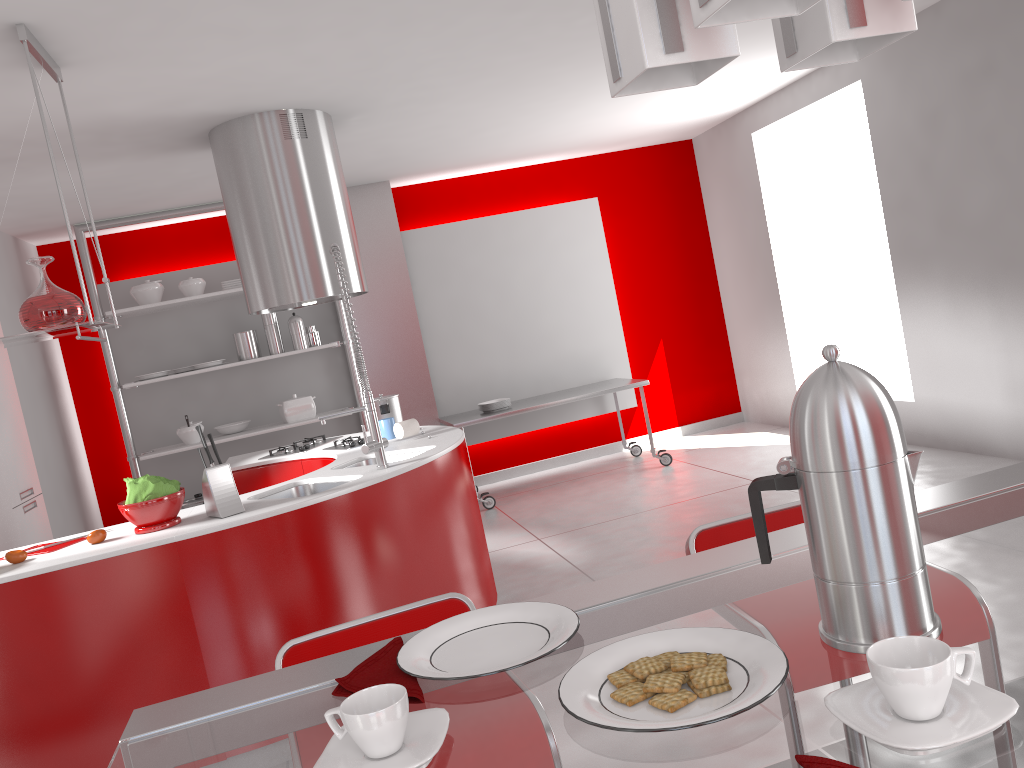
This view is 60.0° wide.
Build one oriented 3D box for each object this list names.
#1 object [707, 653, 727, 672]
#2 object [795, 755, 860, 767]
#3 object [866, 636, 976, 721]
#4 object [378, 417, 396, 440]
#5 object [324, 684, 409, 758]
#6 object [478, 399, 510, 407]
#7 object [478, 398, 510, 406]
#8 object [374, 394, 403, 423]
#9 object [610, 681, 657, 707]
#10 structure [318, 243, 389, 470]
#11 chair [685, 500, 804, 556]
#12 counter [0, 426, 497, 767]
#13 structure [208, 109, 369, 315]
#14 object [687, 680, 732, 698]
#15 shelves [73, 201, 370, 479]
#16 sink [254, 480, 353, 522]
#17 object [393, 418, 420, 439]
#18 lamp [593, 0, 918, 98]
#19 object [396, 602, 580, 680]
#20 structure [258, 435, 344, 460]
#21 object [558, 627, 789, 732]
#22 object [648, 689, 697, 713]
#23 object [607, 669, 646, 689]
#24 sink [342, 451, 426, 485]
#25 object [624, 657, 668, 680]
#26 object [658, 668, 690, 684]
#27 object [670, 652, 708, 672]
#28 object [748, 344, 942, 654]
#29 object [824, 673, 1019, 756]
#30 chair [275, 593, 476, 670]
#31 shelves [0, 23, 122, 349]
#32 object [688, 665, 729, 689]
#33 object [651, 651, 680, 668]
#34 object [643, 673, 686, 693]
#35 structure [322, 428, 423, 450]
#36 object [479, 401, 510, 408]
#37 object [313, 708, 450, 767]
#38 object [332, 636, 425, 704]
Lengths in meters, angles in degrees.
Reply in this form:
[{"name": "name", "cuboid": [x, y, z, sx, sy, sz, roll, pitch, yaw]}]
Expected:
[{"name": "object", "cuboid": [0.191, 0.271, 0.861, 0.034, 0.006, 0.036, -11, 4, 8]}, {"name": "object", "cuboid": [0.285, 0.275, 0.568, 0.095, 0.012, 0.234, -13, 4, -14]}, {"name": "object", "cuboid": [0.322, 0.233, 0.693, 0.078, 0.049, 0.062, -9, 5, 27]}, {"name": "object", "cuboid": [-0.617, 0.221, 4.351, 0.080, 0.100, 0.109, -15, 6, -40]}, {"name": "object", "cuboid": [-0.130, 0.315, 0.814, 0.078, 0.049, 0.062, -12, 4, -13]}, {"name": "object", "cuboid": [-0.136, 0.153, 6.828, 0.228, 0.020, 0.228, -14, 5, -31]}, {"name": "object", "cuboid": [-0.138, 0.143, 6.828, 0.228, 0.020, 0.228, -14, 5, -31]}, {"name": "object", "cuboid": [-0.678, 0.145, 4.707, 0.218, 0.185, 0.189, -8, 6, 39]}, {"name": "object", "cuboid": [0.113, 0.290, 0.831, 0.036, 0.006, 0.034, -14, 5, -29]}, {"name": "structure", "cuboid": [-0.654, -0.107, 3.530, 0.178, 0.920, 0.308, -9, 5, 30]}, {"name": "chair", "cuboid": [0.671, 0.696, 1.758, 0.418, 0.857, 0.460, -12, 4, -8]}, {"name": "counter", "cuboid": [-1.146, 0.890, 3.825, 1.868, 0.880, 2.865, -10, 5, 21]}, {"name": "structure", "cuboid": [-1.185, -0.896, 4.742, 0.644, 0.958, 0.644, -7, 6, 43]}, {"name": "object", "cuboid": [0.181, 0.277, 0.817, 0.034, 0.006, 0.036, -12, 4, -9]}, {"name": "shelves", "cuboid": [-2.005, -0.024, 6.514, 1.735, 2.599, 0.535, -12, 4, -13]}, {"name": "sink", "cuboid": [-0.783, 0.504, 3.452, 0.428, 0.172, 0.326, -8, 6, 38]}, {"name": "object", "cuboid": [-0.516, 0.216, 4.268, 0.100, 0.080, 0.109, -15, 6, -43]}, {"name": "lamp", "cuboid": [0.179, -0.826, 0.775, 0.304, 1.025, 0.304, -12, 4, -13]}, {"name": "object", "cuboid": [-0.026, 0.301, 1.031, 0.217, 0.015, 0.217, -10, 5, 23]}, {"name": "structure", "cuboid": [-1.175, 0.339, 4.952, 0.303, 0.037, 0.457, -10, 5, 17]}, {"name": "object", "cuboid": [0.151, 0.280, 0.838, 0.217, 0.015, 0.217, -9, 5, 24]}, {"name": "object", "cuboid": [0.145, 0.285, 0.804, 0.036, 0.006, 0.034, -14, 5, -34]}, {"name": "object", "cuboid": [0.114, 0.287, 0.869, 0.036, 0.006, 0.034, -12, 4, -13]}, {"name": "sink", "cuboid": [-0.536, 0.422, 3.863, 0.428, 0.172, 0.326, -9, 5, 26]}, {"name": "object", "cuboid": [0.131, 0.277, 0.868, 0.034, 0.006, 0.036, -13, 5, -25]}, {"name": "object", "cuboid": [0.153, 0.280, 0.850, 0.036, 0.006, 0.034, -11, 4, 5]}, {"name": "object", "cuboid": [0.172, 0.269, 0.862, 0.036, 0.006, 0.034, -11, 4, 11]}, {"name": "object", "cuboid": [0.316, 0.105, 0.860, 0.149, 0.287, 0.113, -12, 4, -5]}, {"name": "object", "cuboid": [0.320, 0.257, 0.699, 0.119, 0.016, 0.119, -13, 5, -15]}, {"name": "chair", "cuboid": [-0.126, 0.871, 1.576, 0.418, 0.857, 0.460, -13, 5, -18]}, {"name": "shelves", "cuboid": [-1.961, -0.569, 3.003, 0.934, 1.023, 0.462, -12, 4, -13]}, {"name": "object", "cuboid": [0.182, 0.270, 0.822, 0.034, 0.006, 0.036, -11, 4, -1]}, {"name": "object", "cuboid": [0.154, 0.277, 0.886, 0.036, 0.006, 0.034, -12, 4, -13]}, {"name": "object", "cuboid": [0.141, 0.278, 0.827, 0.036, 0.006, 0.034, -9, 5, 24]}, {"name": "structure", "cuboid": [-0.734, 0.273, 4.658, 0.457, 0.037, 0.303, -15, 6, -38]}, {"name": "object", "cuboid": [-0.134, 0.163, 6.829, 0.228, 0.020, 0.228, -14, 5, -31]}, {"name": "object", "cuboid": [-0.118, 0.336, 0.817, 0.119, 0.016, 0.119, -11, 4, 7]}, {"name": "object", "cuboid": [-0.159, 0.331, 1.006, 0.095, 0.012, 0.234, -12, 4, -13]}]
